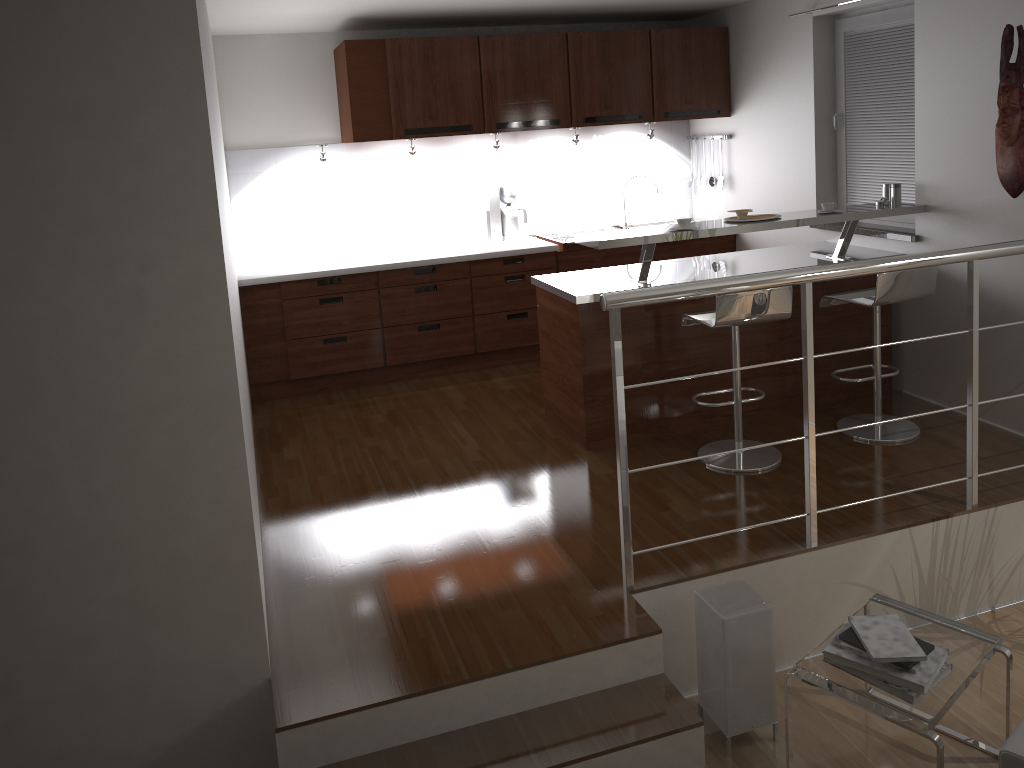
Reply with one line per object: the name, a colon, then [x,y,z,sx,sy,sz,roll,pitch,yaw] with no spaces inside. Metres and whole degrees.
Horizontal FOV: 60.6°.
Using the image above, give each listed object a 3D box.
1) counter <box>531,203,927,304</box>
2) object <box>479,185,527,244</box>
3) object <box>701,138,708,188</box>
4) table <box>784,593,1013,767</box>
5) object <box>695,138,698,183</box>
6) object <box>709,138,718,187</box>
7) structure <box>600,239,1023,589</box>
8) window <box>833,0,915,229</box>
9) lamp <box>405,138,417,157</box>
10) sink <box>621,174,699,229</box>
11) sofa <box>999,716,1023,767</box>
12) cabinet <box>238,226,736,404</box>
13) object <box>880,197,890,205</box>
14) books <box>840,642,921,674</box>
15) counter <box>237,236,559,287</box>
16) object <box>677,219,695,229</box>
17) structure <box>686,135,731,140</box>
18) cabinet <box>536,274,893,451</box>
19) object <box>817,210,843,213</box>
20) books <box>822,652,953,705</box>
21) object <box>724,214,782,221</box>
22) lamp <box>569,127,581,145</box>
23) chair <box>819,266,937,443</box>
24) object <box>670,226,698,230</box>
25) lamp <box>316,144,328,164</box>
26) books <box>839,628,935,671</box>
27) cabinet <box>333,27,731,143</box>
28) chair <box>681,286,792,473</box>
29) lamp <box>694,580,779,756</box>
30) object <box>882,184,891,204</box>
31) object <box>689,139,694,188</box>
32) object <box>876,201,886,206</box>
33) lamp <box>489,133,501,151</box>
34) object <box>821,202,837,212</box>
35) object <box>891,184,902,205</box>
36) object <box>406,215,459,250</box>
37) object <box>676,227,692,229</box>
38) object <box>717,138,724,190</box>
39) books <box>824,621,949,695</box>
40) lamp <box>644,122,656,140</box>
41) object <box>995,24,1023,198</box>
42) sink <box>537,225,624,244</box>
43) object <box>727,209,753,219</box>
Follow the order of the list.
counter: [1.222,-0.764,4.770,2.113,0.310,0.860,-9,16,-17]
object: [-0.049,-1.246,6.375,0.331,0.395,0.167,-7,10,-17]
object: [1.455,-1.675,6.650,0.020,0.369,0.108,-6,9,-16]
table: [1.203,1.015,2.720,0.561,0.390,0.469,-16,17,-41]
object: [1.425,-1.707,6.765,0.008,0.368,0.034,-6,8,-16]
object: [1.508,-1.655,6.548,0.043,0.356,0.092,-6,9,-17]
structure: [1.439,0.035,3.329,2.335,1.027,0.058,-9,9,-17]
window: [2.151,-1.545,5.072,0.143,1.235,0.862,-6,11,-16]
lamp: [-0.661,-1.558,5.780,0.080,0.121,0.082,0,11,22]
sink: [1.164,-1.306,6.590,0.675,0.564,0.615,-8,13,-16]
sofa: [2.063,1.084,1.704,0.923,0.720,1.804,-15,19,-40]
cabinet: [-0.093,-0.596,6.249,3.521,0.780,0.696,-9,13,-17]
object: [2.008,-0.984,4.710,0.051,0.044,0.052,4,15,29]
books: [1.119,0.786,2.620,0.218,0.014,0.155,11,22,41]
counter: [-0.783,-0.860,5.994,2.113,0.039,0.698,-9,17,-17]
object: [0.844,-0.780,4.268,0.079,0.044,0.069,3,16,26]
structure: [1.481,-1.861,6.610,0.049,0.033,0.613,-8,17,-16]
cabinet: [1.130,-0.249,4.877,1.857,0.732,0.648,-9,12,-17]
object: [1.639,-0.894,4.553,0.132,0.008,0.142,-16,20,-36]
books: [1.122,0.832,2.626,0.231,0.026,0.292,-16,20,-35]
object: [1.238,-0.851,4.494,0.310,0.010,0.224,-8,17,-14]
lamp: [0.442,-1.731,6.118,0.080,0.121,0.082,0,11,22]
chair: [1.811,-0.179,4.322,0.390,0.827,0.434,-8,10,-21]
object: [0.829,-0.757,4.271,0.130,0.008,0.144,-8,17,-14]
lamp: [-1.212,-1.471,5.610,0.080,0.121,0.082,0,11,22]
books: [1.118,0.772,2.618,0.154,0.014,0.220,-16,20,-35]
cabinet: [0.176,-2.114,6.177,2.732,0.621,0.666,-9,13,-17]
chair: [1.055,-0.060,4.090,0.390,0.827,0.435,-6,10,-12]
lamp: [0.750,0.942,2.934,0.193,0.469,0.203,-7,10,-17]
object: [2.040,-1.032,4.757,0.053,0.107,0.053,-10,11,-32]
object: [1.392,-1.721,6.826,0.033,0.373,0.066,-6,8,-16]
object: [1.990,-0.974,4.727,0.051,0.019,0.052,-8,16,-14]
lamp: [-0.109,-1.645,5.949,0.080,0.121,0.082,0,11,22]
object: [1.649,-0.918,4.556,0.079,0.044,0.069,1,15,20]
object: [2.064,-1.019,4.704,0.053,0.109,0.053,-10,11,-32]
object: [-0.566,-1.100,6.273,0.371,0.235,0.159,-8,11,-16]
object: [0.839,-0.761,4.274,0.077,0.002,0.079,8,20,35]
object: [1.525,-1.612,6.426,0.024,0.372,0.073,-6,8,-16]
books: [1.121,0.806,2.622,0.290,0.026,0.232,11,22,41]
lamp: [0.994,-1.818,6.287,0.080,0.121,0.082,0,11,22]
object: [2.283,-1.235,3.981,0.151,0.770,0.154,0,9,28]
sink: [0.552,-1.026,6.424,0.603,0.195,0.616,-8,16,-16]
object: [1.180,-0.863,4.466,0.140,0.040,0.133,-8,16,-15]
